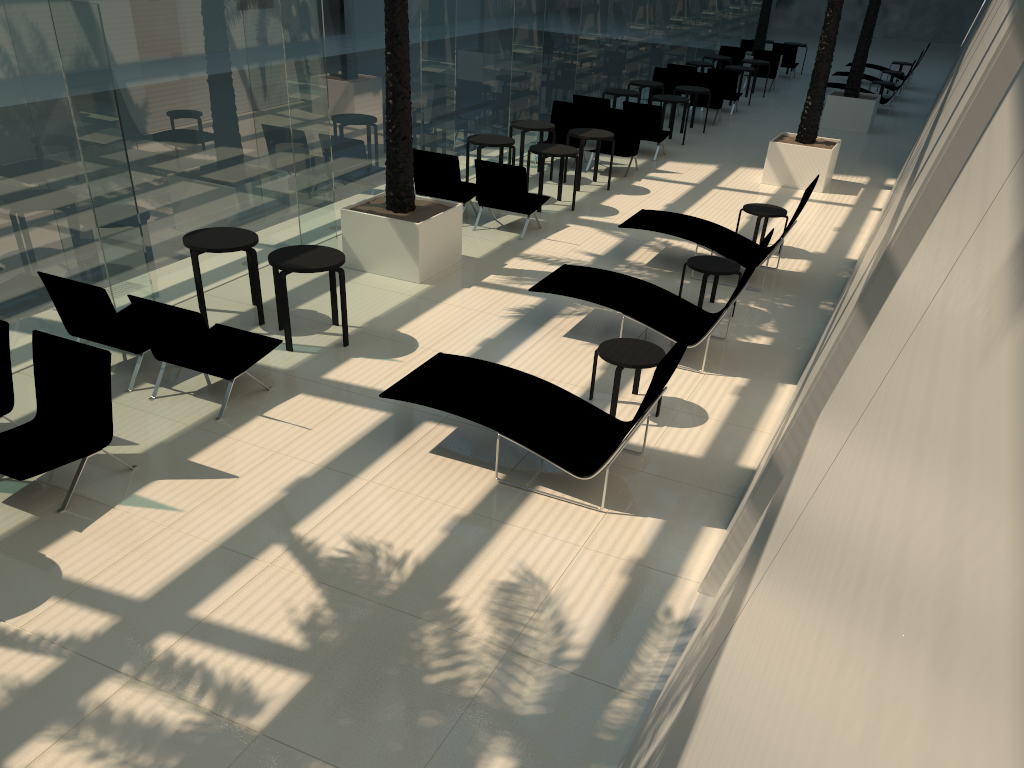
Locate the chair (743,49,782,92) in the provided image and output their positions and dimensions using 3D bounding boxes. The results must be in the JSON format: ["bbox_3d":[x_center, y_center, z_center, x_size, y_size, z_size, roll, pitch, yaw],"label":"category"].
[{"bbox_3d":[6.551,-8.217,22.887,0.704,0.958,0.832,16,33,20],"label":"chair"}]

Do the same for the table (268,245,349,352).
[{"bbox_3d":[-1.865,-0.792,8.060,0.670,0.842,0.635,-12,34,-24],"label":"table"}]

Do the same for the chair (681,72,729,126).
[{"bbox_3d":[4.072,-6.051,18.521,0.704,0.958,0.832,16,33,20],"label":"chair"}]

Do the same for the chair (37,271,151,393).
[{"bbox_3d":[-3.268,-0.571,7.344,0.704,0.958,0.832,16,33,20],"label":"chair"}]

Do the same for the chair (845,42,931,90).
[{"bbox_3d":[10.648,-9.167,24.849,2.005,1.249,0.863,15,33,19],"label":"chair"}]

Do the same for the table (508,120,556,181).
[{"bbox_3d":[0.303,-3.665,13.713,0.673,0.842,0.632,-9,33,-20],"label":"table"}]

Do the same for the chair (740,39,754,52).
[{"bbox_3d":[7.058,-9.596,25.533,0.704,0.958,0.832,16,33,20],"label":"chair"}]

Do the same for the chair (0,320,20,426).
[{"bbox_3d":[-4.007,0.060,6.069,0.704,0.958,0.832,16,33,20],"label":"chair"}]

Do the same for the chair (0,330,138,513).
[{"bbox_3d":[-3.164,0.273,5.774,0.704,0.958,0.832,16,33,20],"label":"chair"}]

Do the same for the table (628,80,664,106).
[{"bbox_3d":[2.717,-5.775,17.965,0.673,0.842,0.632,-9,33,-20],"label":"table"}]

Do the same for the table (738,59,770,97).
[{"bbox_3d":[6.072,-7.719,22.024,0.673,0.842,0.632,-9,33,-20],"label":"table"}]

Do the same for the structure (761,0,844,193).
[{"bbox_3d":[5.050,-6.501,12.618,4.550,7.429,4.029,-15,36,-28],"label":"structure"}]

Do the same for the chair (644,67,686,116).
[{"bbox_3d":[3.229,-6.265,18.817,0.704,0.958,0.832,16,33,20],"label":"chair"}]

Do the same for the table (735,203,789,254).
[{"bbox_3d":[3.202,-1.987,11.221,0.546,0.558,0.517,-12,34,-24],"label":"table"}]

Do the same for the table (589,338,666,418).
[{"bbox_3d":[0.967,-0.034,7.284,0.549,0.558,0.515,-9,33,-20],"label":"table"}]

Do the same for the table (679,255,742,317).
[{"bbox_3d":[2.102,-1.026,9.283,0.549,0.558,0.515,-9,33,-20],"label":"table"}]

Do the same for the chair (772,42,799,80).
[{"bbox_3d":[7.901,-9.383,25.238,0.704,0.958,0.832,16,33,20],"label":"chair"}]

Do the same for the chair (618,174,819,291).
[{"bbox_3d":[2.376,-1.937,10.277,2.005,1.249,0.863,15,33,19],"label":"chair"}]

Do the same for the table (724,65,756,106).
[{"bbox_3d":[5.372,-7.117,20.808,0.670,0.842,0.635,-12,34,-24],"label":"table"}]

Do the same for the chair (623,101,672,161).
[{"bbox_3d":[2.398,-4.573,15.544,0.704,0.958,0.832,16,33,20],"label":"chair"}]

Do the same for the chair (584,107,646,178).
[{"bbox_3d":[1.659,-3.942,14.269,0.704,0.958,0.832,16,33,20],"label":"chair"}]

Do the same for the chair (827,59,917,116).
[{"bbox_3d":[8.448,-7.244,20.973,2.005,1.249,0.863,15,33,19],"label":"chair"}]

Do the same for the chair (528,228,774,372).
[{"bbox_3d":[1.275,-0.976,8.338,2.005,1.249,0.863,15,33,19],"label":"chair"}]

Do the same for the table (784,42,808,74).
[{"bbox_3d":[8.407,-9.769,26.155,0.676,0.842,0.629,-7,32,-17],"label":"table"}]

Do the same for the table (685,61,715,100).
[{"bbox_3d":[4.496,-7.338,21.115,0.670,0.842,0.635,-12,34,-24],"label":"table"}]

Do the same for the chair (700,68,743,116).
[{"bbox_3d":[4.817,-6.687,19.805,0.704,0.958,0.832,16,33,20],"label":"chair"}]

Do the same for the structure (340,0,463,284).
[{"bbox_3d":[-1.159,-4.550,8.052,4.778,7.564,4.137,12,32,14],"label":"structure"}]

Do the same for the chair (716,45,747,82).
[{"bbox_3d":[5.708,-8.431,23.183,0.704,0.958,0.832,16,33,20],"label":"chair"}]

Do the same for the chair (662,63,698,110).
[{"bbox_3d":[3.974,-6.900,20.101,0.704,0.958,0.832,16,33,20],"label":"chair"}]

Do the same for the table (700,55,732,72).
[{"bbox_3d":[5.196,-7.941,22.331,0.673,0.842,0.632,-9,33,-20],"label":"table"}]

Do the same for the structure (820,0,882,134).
[{"bbox_3d":[7.430,-8.764,17.222,4.641,7.363,3.944,4,31,2],"label":"structure"}]

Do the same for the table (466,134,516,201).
[{"bbox_3d":[-0.317,-3.132,12.638,0.670,0.842,0.635,-12,34,-24],"label":"table"}]

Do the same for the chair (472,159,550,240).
[{"bbox_3d":[0.010,-2.486,11.337,0.704,0.958,0.832,16,33,20],"label":"chair"}]

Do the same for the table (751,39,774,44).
[{"bbox_3d":[7.531,-9.991,26.462,0.676,0.842,0.629,-7,32,-17],"label":"table"}]

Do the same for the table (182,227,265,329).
[{"bbox_3d":[-2.741,-1.014,8.368,0.670,0.842,0.635,-12,34,-24],"label":"table"}]

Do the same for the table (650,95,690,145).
[{"bbox_3d":[2.958,-5.007,16.556,0.670,0.842,0.635,-12,34,-24],"label":"table"}]

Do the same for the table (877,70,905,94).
[{"bbox_3d":[10.374,-8.256,23.855,0.549,0.558,0.515,-9,33,-20],"label":"table"}]

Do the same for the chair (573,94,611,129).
[{"bbox_3d":[1.555,-4.786,15.839,0.704,0.958,0.832,16,33,20],"label":"chair"}]

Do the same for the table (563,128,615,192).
[{"bbox_3d":[1.180,-3.444,13.406,0.673,0.842,0.632,-9,33,-20],"label":"table"}]

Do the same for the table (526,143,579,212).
[{"bbox_3d":[0.559,-2.911,12.331,0.670,0.842,0.635,-12,34,-24],"label":"table"}]

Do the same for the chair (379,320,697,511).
[{"bbox_3d":[0.141,0.016,6.340,2.005,1.249,0.863,15,33,19],"label":"chair"}]

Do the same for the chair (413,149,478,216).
[{"bbox_3d":[-0.833,-2.699,11.633,0.704,0.958,0.832,16,33,20],"label":"chair"}]

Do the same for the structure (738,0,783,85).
[{"bbox_3d":[7.026,-11.708,22.479,4.627,7.564,4.277,28,39,35],"label":"structure"}]

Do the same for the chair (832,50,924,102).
[{"bbox_3d":[9.548,-8.206,22.911,2.005,1.249,0.863,15,33,19],"label":"chair"}]

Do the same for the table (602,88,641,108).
[{"bbox_3d":[2.082,-5.229,16.864,0.670,0.842,0.635,-12,34,-24],"label":"table"}]

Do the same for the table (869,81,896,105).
[{"bbox_3d":[9.274,-7.294,21.917,0.549,0.558,0.515,-9,33,-20],"label":"table"}]

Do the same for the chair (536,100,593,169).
[{"bbox_3d":[0.816,-4.155,14.565,0.704,0.958,0.832,16,33,20],"label":"chair"}]

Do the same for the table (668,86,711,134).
[{"bbox_3d":[3.594,-5.553,17.658,0.673,0.842,0.632,-9,33,-20],"label":"table"}]

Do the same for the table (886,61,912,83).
[{"bbox_3d":[11.475,-9.217,25.793,0.549,0.558,0.515,-9,33,-20],"label":"table"}]

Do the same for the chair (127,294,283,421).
[{"bbox_3d":[-2.425,-0.358,7.048,0.704,0.958,0.832,16,33,20],"label":"chair"}]
